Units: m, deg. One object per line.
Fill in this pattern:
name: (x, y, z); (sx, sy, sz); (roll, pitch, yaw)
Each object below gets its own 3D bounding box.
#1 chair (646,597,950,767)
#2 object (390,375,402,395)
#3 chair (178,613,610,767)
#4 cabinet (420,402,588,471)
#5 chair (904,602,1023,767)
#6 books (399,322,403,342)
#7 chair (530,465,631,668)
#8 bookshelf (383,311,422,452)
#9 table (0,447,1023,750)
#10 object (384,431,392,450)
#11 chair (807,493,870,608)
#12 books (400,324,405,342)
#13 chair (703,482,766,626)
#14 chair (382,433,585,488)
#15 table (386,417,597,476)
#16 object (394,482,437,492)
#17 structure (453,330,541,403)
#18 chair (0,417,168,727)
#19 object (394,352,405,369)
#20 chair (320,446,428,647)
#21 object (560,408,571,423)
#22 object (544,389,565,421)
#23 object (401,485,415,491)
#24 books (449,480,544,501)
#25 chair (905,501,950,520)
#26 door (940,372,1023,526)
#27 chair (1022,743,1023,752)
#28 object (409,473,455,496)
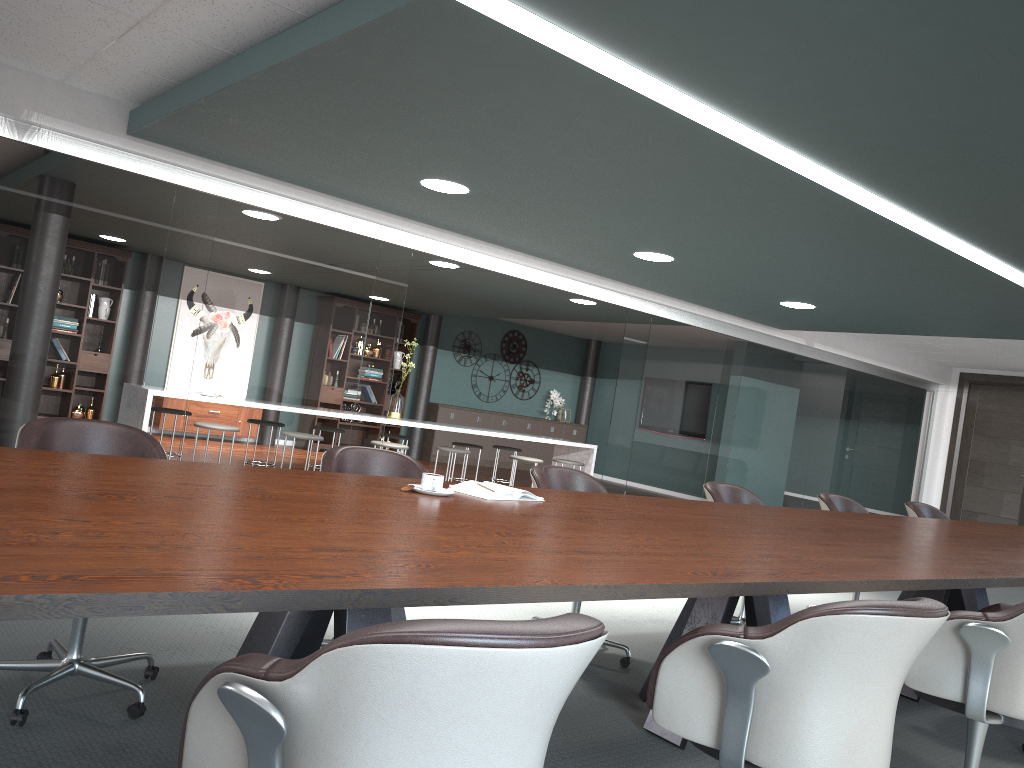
chair: (0.579, 0.771, 1.857); (0.523, 0.761, 0.533); (8, -1, 32)
object: (-1.591, 0.013, 12.115); (0.116, 0.286, 0.215); (10, -2, -44)
chair: (-0.177, 0.640, 1.219); (0.535, 0.761, 0.518); (10, -1, -33)
cabinet: (-3.643, 0.251, 10.618); (12.287, 0.820, 0.402); (10, -1, -39)
chair: (1.372, 0.908, 2.518); (0.523, 0.761, 0.533); (8, -1, 27)
books: (-1.569, -0.713, 12.076); (0.027, 0.286, 0.184); (10, -1, -39)
chair: (0.275, 0.760, 3.792); (0.535, 0.761, 0.518); (10, -1, -33)
bookshelf: (-2.034, -0.065, 11.792); (1.339, 1.984, 0.482); (10, -1, -39)
table: (1.366, 0.956, 3.573); (6.694, 0.706, 1.374); (10, -1, -39)
object: (-1.684, 0.770, 12.074); (0.108, 0.256, 0.108); (9, -1, -5)
chair: (2.014, 1.060, 5.226); (0.523, 0.761, 0.533); (8, -1, 32)
books: (-1.544, -0.689, 12.097); (0.042, 0.248, 0.194); (10, -1, -39)
chair: (1.190, 0.918, 4.552); (0.535, 0.761, 0.518); (10, -1, -33)
chair: (-1.127, 0.752, 8.083); (4.029, 0.512, 1.479); (10, -1, -40)
table: (-1.099, 0.660, 8.020); (4.577, 0.699, 0.609); (10, -1, -39)
object: (-0.291, 0.311, 2.641); (0.155, 0.012, 0.034); (8, -1, 28)
structure: (-0.202, -0.284, 13.604); (1.791, 1.178, 0.017); (10, -1, -39)
chair: (-1.221, 0.502, 2.549); (0.535, 0.761, 0.518); (10, -1, -33)
object: (-1.609, -0.340, 12.122); (0.268, 0.262, 0.137); (9, -1, 0)
chair: (-0.498, 0.627, 3.150); (0.535, 0.761, 0.518); (9, -1, -19)
object: (0.854, 0.503, 14.176); (0.174, 0.207, 0.042); (9, -1, -20)
object: (0.691, 0.333, 14.124); (0.221, 0.495, 0.600); (8, -1, 25)
object: (-0.307, 0.306, 2.617); (0.044, 0.021, 0.041); (8, -1, 43)
books: (-0.048, 0.347, 2.893); (0.180, 0.032, 0.285); (8, -1, 41)
chair: (2.857, 1.206, 5.937); (0.535, 0.761, 0.518); (10, -1, -33)
door: (5.365, 0.968, 9.822); (0.139, 2.130, 1.038); (10, -1, -39)
chair: (2.255, 1.060, 3.239); (0.535, 0.761, 0.518); (10, -1, -33)
object: (-0.241, 0.301, 2.670); (0.146, 0.056, 0.146); (9, -1, -15)
